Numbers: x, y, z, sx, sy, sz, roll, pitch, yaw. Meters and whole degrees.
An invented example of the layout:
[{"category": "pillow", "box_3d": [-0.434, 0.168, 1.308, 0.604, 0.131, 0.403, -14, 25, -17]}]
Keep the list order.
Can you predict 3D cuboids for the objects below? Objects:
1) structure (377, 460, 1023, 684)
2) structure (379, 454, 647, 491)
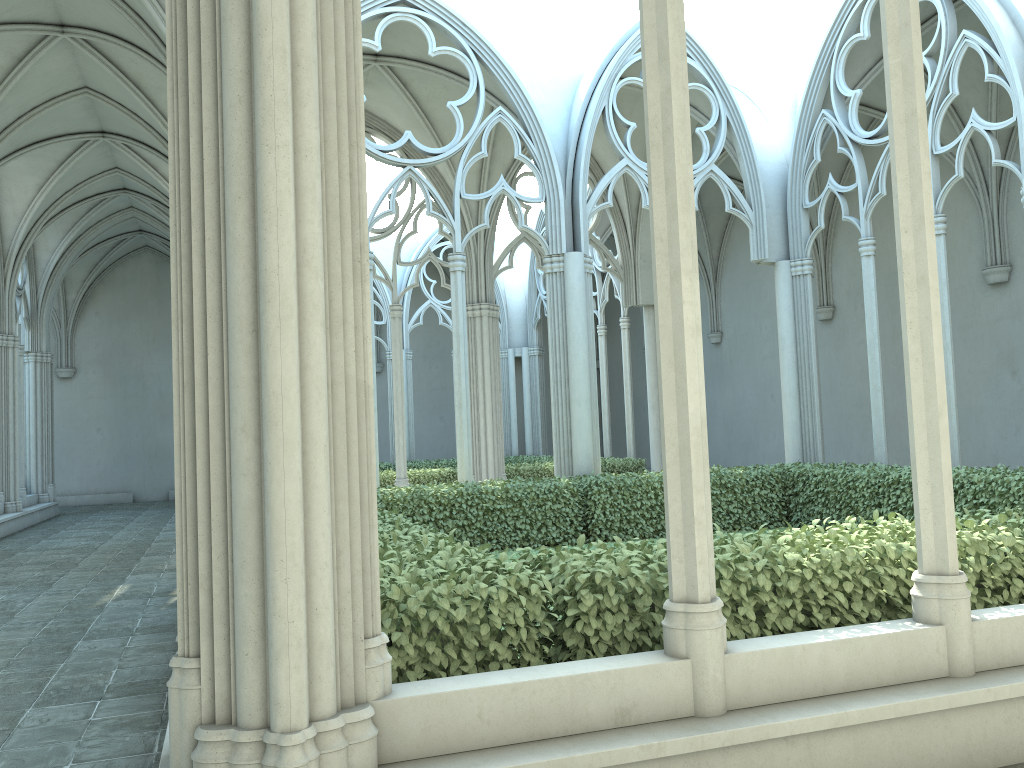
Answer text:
[{"category": "structure", "box_3d": [1.898, 1.422, 8.514, 7.995, 0.963, 8.018, -1, -4, -18]}, {"category": "structure", "box_3d": [-2.124, 2.317, 20.912, 7.995, 0.963, 8.018, -1, -4, -18]}]
